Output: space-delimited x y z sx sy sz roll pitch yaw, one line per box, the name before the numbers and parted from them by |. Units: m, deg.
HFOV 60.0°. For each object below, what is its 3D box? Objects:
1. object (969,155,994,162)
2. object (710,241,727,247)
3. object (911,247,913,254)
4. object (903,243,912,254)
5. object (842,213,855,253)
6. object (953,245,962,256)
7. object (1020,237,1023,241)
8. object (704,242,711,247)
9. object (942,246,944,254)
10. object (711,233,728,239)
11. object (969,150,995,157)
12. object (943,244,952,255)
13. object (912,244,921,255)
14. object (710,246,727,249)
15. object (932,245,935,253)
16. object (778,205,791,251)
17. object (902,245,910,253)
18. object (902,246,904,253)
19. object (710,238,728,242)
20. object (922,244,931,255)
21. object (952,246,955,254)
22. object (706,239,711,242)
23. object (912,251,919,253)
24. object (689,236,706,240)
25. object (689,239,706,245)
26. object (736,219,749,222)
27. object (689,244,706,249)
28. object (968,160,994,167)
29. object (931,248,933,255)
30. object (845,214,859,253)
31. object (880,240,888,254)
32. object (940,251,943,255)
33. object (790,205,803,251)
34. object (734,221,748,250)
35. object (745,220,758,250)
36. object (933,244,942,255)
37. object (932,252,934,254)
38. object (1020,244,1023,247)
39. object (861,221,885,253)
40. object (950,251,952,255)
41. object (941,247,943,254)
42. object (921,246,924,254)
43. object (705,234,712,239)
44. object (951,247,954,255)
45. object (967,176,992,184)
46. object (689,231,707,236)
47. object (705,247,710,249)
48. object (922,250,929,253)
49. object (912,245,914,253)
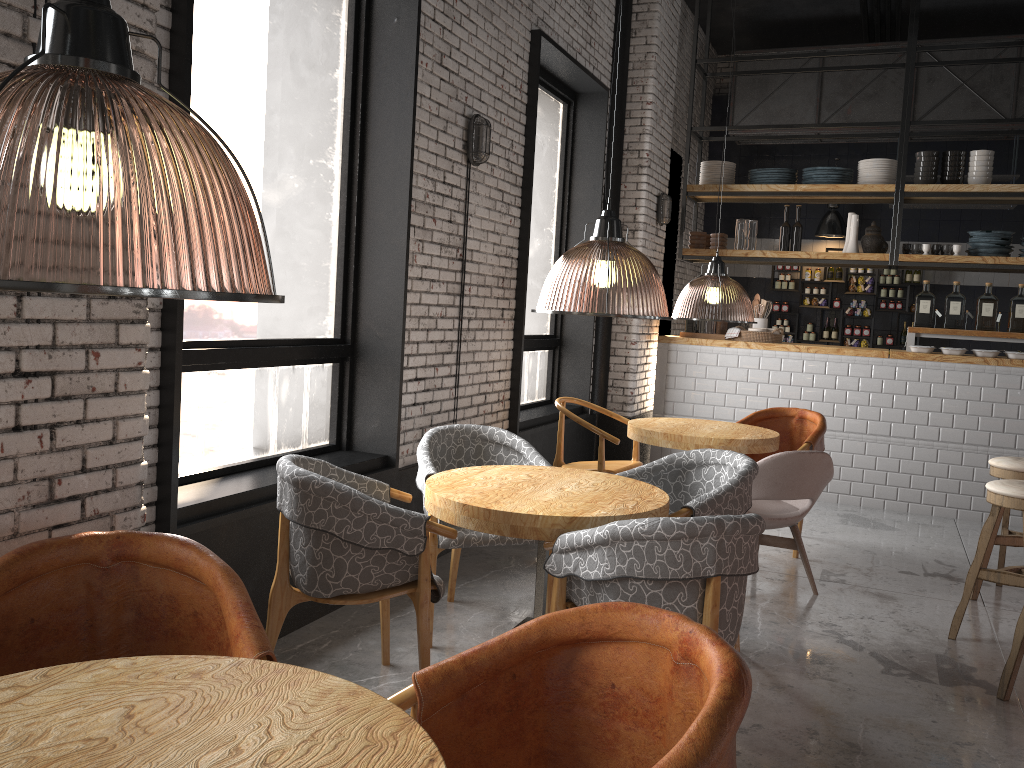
object | 4.069 -1.918 7.693 0.196 0.100 0.197 5 5 19
object | 2.002 -1.354 8.616 0.157 0.053 0.168 6 5 28
object | 3.655 -1.189 8.037 0.072 0.097 0.072 7 6 41
object | 3.447 -1.176 7.744 0.072 0.097 0.072 -1 6 -44
object | 3.126 -1.381 8.194 0.126 0.394 0.127 1 4 -27
object | 3.809 -1.142 7.592 0.072 0.097 0.072 0 5 -35
object | 4.562 -1.203 7.509 0.453 0.062 0.454 7 6 38
object | 1.904 -1.373 8.773 0.157 0.053 0.168 5 5 23
object | 3.783 -1.155 7.730 0.072 0.097 0.072 2 4 -18
object | 2.006 -1.431 8.611 0.157 0.053 0.168 6 5 28
object | 4.073 -1.963 7.693 0.196 0.103 0.197 3 5 0
object | 3.737 -1.149 7.622 0.072 0.097 0.072 6 5 32
object | 3.518 -1.169 7.714 0.072 0.097 0.072 7 6 45
object | 1.999 -1.309 8.619 0.157 0.053 0.168 6 5 28
object | 3.712 -1.162 7.760 0.072 0.097 0.072 0 5 -39
object | 2.616 -1.474 8.484 0.098 0.470 0.098 3 4 0
object | 3.493 -1.182 7.852 0.072 0.097 0.072 5 4 22
object | 3.538 -1.189 7.959 0.072 0.097 0.072 4 4 11
object | 2.004 -1.390 8.614 0.157 0.053 0.168 6 5 28
object | 3.591 -1.162 7.684 0.072 0.097 0.072 1 5 -27
object | 3.855 -1.149 7.700 0.072 0.097 0.072 5 5 27
object | 1.906 -1.409 8.771 0.157 0.053 0.168 5 5 23
object | 3.610 -1.182 7.930 0.072 0.097 0.072 0 5 -35
object | 1.793 -1.396 8.542 0.157 0.053 0.168 5 5 23
object | 1.791 -1.360 8.545 0.157 0.053 0.168 5 5 23
object | 2.232 -1.425 8.554 0.179 0.313 0.126 0 5 -35
object | 1.788 -1.315 8.548 0.157 0.053 0.168 5 5 23
object | 4.066 -1.875 7.700 0.197 0.103 0.196 7 6 39
object | 3.803 -1.175 7.975 0.072 0.097 0.072 1 5 -23
object | 3.099 -1.354 8.043 0.127 0.359 0.132 0 5 -42
object | 3.358 -1.276 8.169 0.203 0.212 0.203 1 5 -30
object | 3.874 -1.169 7.945 0.072 0.097 0.072 3 4 -10
object | 2.715 -1.465 8.443 0.098 0.470 0.098 3 4 0
object | 2.155 -1.384 8.314 0.152 0.264 0.107 0 5 -40
object | 2.259 -1.394 8.386 0.118 0.293 0.169 5 5 28
object | 3.666 -1.155 7.652 0.072 0.097 0.072 7 6 43
object | 3.757 -1.169 7.868 0.072 0.097 0.072 0 5 -37
object | 4.558 -1.157 7.511 0.454 0.065 0.453 2 5 -14
object | 3.253 -1.316 7.994 0.196 0.305 0.196 1 5 -30
object | 3.946 -1.162 7.915 0.072 0.097 0.072 5 5 23
object | 3.828 -1.162 7.838 0.072 0.097 0.072 6 5 31
object | 3.682 -1.176 7.899 0.072 0.097 0.072 4 4 11
object | 1.909 -1.450 8.768 0.157 0.053 0.168 5 5 23
object | 3.901 -1.155 7.807 0.072 0.097 0.072 5 4 22
object | 4.059 -1.742 7.702 0.196 0.105 0.196 3 5 1
object | 1.795 -1.437 8.540 0.157 0.053 0.168 5 5 23
object | 1.902 -1.328 8.776 0.157 0.053 0.168 5 5 23
object | 3.636 -1.169 7.791 0.072 0.097 0.072 5 5 24
object | 3.564 -1.176 7.822 0.072 0.097 0.072 4 4 9
